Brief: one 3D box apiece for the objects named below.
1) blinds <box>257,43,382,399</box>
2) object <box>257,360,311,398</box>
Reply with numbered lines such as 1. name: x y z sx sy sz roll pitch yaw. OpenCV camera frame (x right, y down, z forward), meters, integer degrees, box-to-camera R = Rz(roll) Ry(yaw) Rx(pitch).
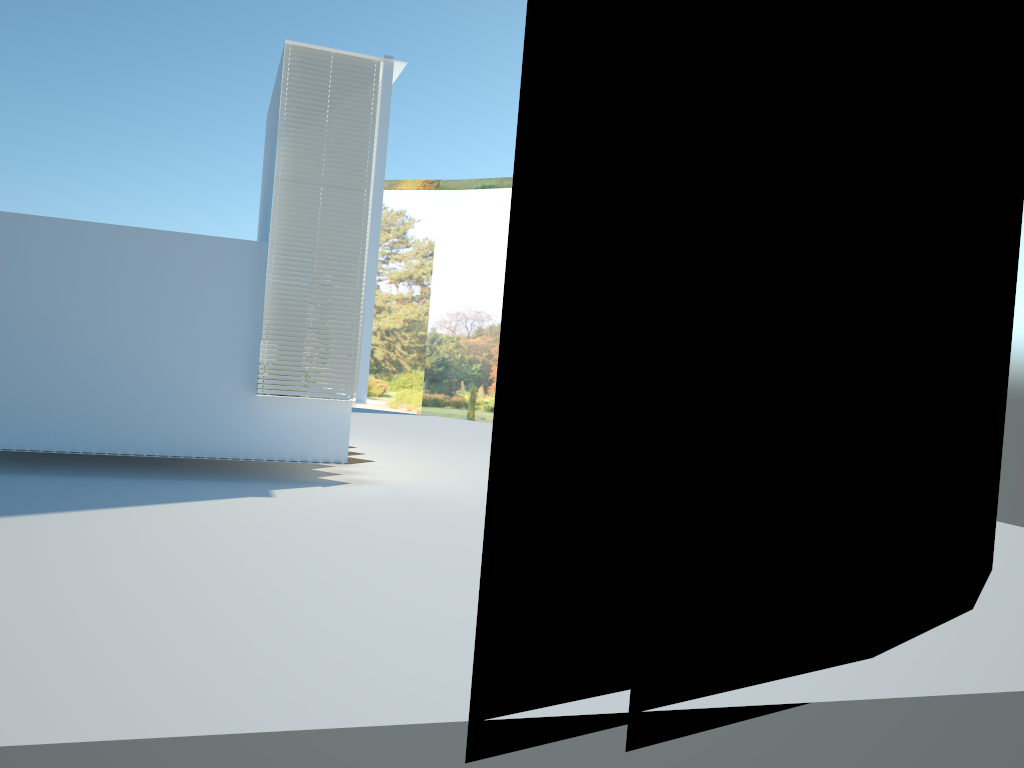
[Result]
1. blinds: -2.298 -1.998 12.635 1.219 4.265 3.918 5 1 0
2. object: -3.596 0.221 13.581 1.025 1.198 1.122 4 1 -40
